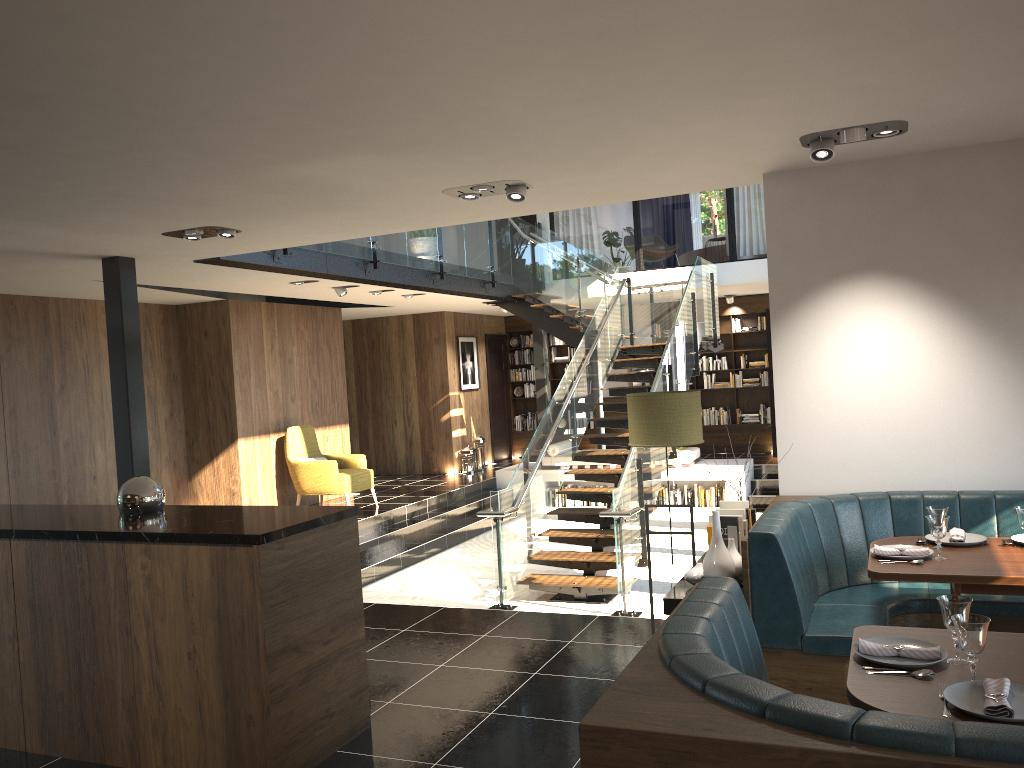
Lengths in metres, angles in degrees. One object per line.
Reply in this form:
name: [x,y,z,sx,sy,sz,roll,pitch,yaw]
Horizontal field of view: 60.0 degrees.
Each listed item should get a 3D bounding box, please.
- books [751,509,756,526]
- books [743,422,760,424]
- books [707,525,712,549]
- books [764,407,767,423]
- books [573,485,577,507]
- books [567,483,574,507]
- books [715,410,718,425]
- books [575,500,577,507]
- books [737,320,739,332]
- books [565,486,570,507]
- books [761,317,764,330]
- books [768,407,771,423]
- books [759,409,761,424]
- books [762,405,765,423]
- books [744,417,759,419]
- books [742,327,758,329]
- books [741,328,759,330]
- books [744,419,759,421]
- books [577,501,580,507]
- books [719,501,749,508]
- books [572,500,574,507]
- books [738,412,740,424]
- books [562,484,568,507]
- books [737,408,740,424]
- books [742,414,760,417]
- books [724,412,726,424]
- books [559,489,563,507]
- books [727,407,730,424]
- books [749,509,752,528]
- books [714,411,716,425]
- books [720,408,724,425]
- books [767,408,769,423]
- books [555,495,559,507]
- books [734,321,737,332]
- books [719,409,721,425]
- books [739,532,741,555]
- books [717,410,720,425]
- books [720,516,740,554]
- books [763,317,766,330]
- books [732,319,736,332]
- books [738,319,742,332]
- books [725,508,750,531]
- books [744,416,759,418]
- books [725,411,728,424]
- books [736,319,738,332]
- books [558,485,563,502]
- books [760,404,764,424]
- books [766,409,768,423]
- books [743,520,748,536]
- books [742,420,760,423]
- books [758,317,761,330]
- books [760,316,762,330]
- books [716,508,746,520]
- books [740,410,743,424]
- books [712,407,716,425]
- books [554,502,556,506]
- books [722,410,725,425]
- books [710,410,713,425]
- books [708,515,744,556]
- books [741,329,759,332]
books: [1.307,0.839,5.026,0.156,0.263,0.026,-3,2,23]
books: [4.114,0.665,15.221,0.273,0.025,0.156,-3,1,21]
books: [1.109,0.862,4.645,0.162,0.250,0.028,-3,2,23]
books: [4.328,0.533,15.116,0.023,0.267,0.147,-3,1,23]
books: [0.971,1.708,13.554,0.021,0.313,0.139,-3,1,23]
books: [0.911,1.699,13.569,0.051,0.338,0.187,-3,1,23]
books: [3.574,0.580,15.430,0.034,0.255,0.194,-3,1,23]
books: [0.995,1.743,13.543,0.029,0.240,0.165,-3,1,23]
books: [3.906,-1.001,15.263,0.025,0.217,0.159,-3,1,23]
books: [0.869,1.716,13.566,0.028,0.309,0.211,-3,1,23]
books: [4.263,-1.026,15.056,0.036,0.228,0.198,-3,1,23]
books: [4.383,0.527,15.072,0.025,0.274,0.204,-3,1,23]
books: [4.249,0.548,15.136,0.026,0.247,0.149,-3,1,23]
books: [4.300,0.513,15.116,0.027,0.311,0.148,-3,1,23]
books: [4.105,0.585,15.209,0.263,0.024,0.167,-3,1,18]
books: [4.084,-0.963,15.196,0.246,0.021,0.148,-3,1,23]
books: [4.077,-0.939,15.176,0.288,0.025,0.175,-3,1,19]
books: [4.111,0.610,15.222,0.250,0.026,0.148,-3,1,20]
books: [1.023,1.726,13.545,0.021,0.271,0.148,-3,1,23]
books: [1.262,0.817,5.011,0.160,0.312,0.035,-3,2,23]
books: [0.947,1.725,13.555,0.025,0.283,0.149,-3,1,23]
books: [3.929,0.589,15.278,0.025,0.199,0.149,-3,1,23]
books: [0.816,1.712,13.591,0.030,0.322,0.202,-3,1,23]
books: [3.909,0.557,15.299,0.024,0.264,0.174,-3,1,23]
books: [4.100,0.533,15.205,0.288,0.030,0.175,-3,1,27]
books: [3.706,0.590,15.384,0.026,0.221,0.145,-3,1,23]
books: [0.766,1.749,13.610,0.027,0.254,0.204,-3,1,23]
books: [3.753,0.544,15.372,0.022,0.307,0.131,-3,1,23]
books: [1.266,0.836,4.946,0.150,0.274,0.025,-3,2,23]
books: [3.545,0.586,15.435,0.023,0.246,0.148,-3,1,23]
books: [3.652,0.556,15.397,0.025,0.294,0.177,-3,1,23]
books: [4.365,0.538,15.088,0.023,0.254,0.191,-3,1,23]
books: [0.714,1.742,13.641,0.035,0.273,0.200,-3,1,23]
books: [3.855,-0.985,15.265,0.030,0.189,0.152,-3,1,23]
books: [3.626,0.565,15.402,0.028,0.280,0.154,-3,1,23]
books: [1.117,0.876,4.613,0.145,0.221,0.026,-3,2,23]
books: [3.604,0.581,15.419,0.029,0.250,0.142,-3,1,23]
books: [1.104,0.834,4.562,0.131,0.307,0.022,-3,2,23]
books: [4.299,-1.027,15.060,0.028,0.227,0.165,-3,1,23]
books: [3.830,-1.004,15.288,0.030,0.231,0.177,-3,1,23]
books: [3.921,-1.000,15.232,0.026,0.213,0.195,-3,1,23]
books: [1.215,0.829,4.842,0.169,0.298,0.032,-3,2,23]
books: [4.108,0.560,15.219,0.251,0.026,0.148,-3,1,19]
books: [3.730,0.586,15.373,0.026,0.227,0.129,-3,1,23]
books: [3.882,-1.008,15.265,0.021,0.233,0.147,-3,1,23]
books: [0.752,1.719,13.653,0.029,0.314,0.163,-3,1,23]
books: [4.273,0.507,15.125,0.030,0.326,0.194,-3,1,23]
books: [4.348,0.548,15.105,0.022,0.234,0.178,-3,1,23]
books: [1.163,0.855,4.744,0.194,0.255,0.034,-3,2,23]
books: [4.109,0.638,15.212,0.286,0.030,0.176,-3,1,22]
books: [4.225,-1.026,15.111,0.030,0.231,0.176,-3,1,23]
books: [4.251,-1.031,15.105,0.023,0.238,0.178,-3,1,23]
books: [1.188,0.827,4.792,0.155,0.306,0.032,-3,2,23]
books: [3.948,0.569,15.260,0.026,0.238,0.159,-3,1,23]
books: [3.523,0.558,15.456,0.032,0.306,0.155,-3,1,23]
books: [0.681,1.752,13.696,0.030,0.256,0.145,-3,1,23]
books: [3.673,0.578,15.376,0.028,0.250,0.161,-3,1,23]
books: [3.491,0.585,15.451,0.025,0.255,0.202,-3,1,23]
books: [1.129,0.838,4.663,0.177,0.294,0.025,-3,2,23]
books: [4.081,-0.915,15.183,0.285,0.025,0.176,-3,1,24]
